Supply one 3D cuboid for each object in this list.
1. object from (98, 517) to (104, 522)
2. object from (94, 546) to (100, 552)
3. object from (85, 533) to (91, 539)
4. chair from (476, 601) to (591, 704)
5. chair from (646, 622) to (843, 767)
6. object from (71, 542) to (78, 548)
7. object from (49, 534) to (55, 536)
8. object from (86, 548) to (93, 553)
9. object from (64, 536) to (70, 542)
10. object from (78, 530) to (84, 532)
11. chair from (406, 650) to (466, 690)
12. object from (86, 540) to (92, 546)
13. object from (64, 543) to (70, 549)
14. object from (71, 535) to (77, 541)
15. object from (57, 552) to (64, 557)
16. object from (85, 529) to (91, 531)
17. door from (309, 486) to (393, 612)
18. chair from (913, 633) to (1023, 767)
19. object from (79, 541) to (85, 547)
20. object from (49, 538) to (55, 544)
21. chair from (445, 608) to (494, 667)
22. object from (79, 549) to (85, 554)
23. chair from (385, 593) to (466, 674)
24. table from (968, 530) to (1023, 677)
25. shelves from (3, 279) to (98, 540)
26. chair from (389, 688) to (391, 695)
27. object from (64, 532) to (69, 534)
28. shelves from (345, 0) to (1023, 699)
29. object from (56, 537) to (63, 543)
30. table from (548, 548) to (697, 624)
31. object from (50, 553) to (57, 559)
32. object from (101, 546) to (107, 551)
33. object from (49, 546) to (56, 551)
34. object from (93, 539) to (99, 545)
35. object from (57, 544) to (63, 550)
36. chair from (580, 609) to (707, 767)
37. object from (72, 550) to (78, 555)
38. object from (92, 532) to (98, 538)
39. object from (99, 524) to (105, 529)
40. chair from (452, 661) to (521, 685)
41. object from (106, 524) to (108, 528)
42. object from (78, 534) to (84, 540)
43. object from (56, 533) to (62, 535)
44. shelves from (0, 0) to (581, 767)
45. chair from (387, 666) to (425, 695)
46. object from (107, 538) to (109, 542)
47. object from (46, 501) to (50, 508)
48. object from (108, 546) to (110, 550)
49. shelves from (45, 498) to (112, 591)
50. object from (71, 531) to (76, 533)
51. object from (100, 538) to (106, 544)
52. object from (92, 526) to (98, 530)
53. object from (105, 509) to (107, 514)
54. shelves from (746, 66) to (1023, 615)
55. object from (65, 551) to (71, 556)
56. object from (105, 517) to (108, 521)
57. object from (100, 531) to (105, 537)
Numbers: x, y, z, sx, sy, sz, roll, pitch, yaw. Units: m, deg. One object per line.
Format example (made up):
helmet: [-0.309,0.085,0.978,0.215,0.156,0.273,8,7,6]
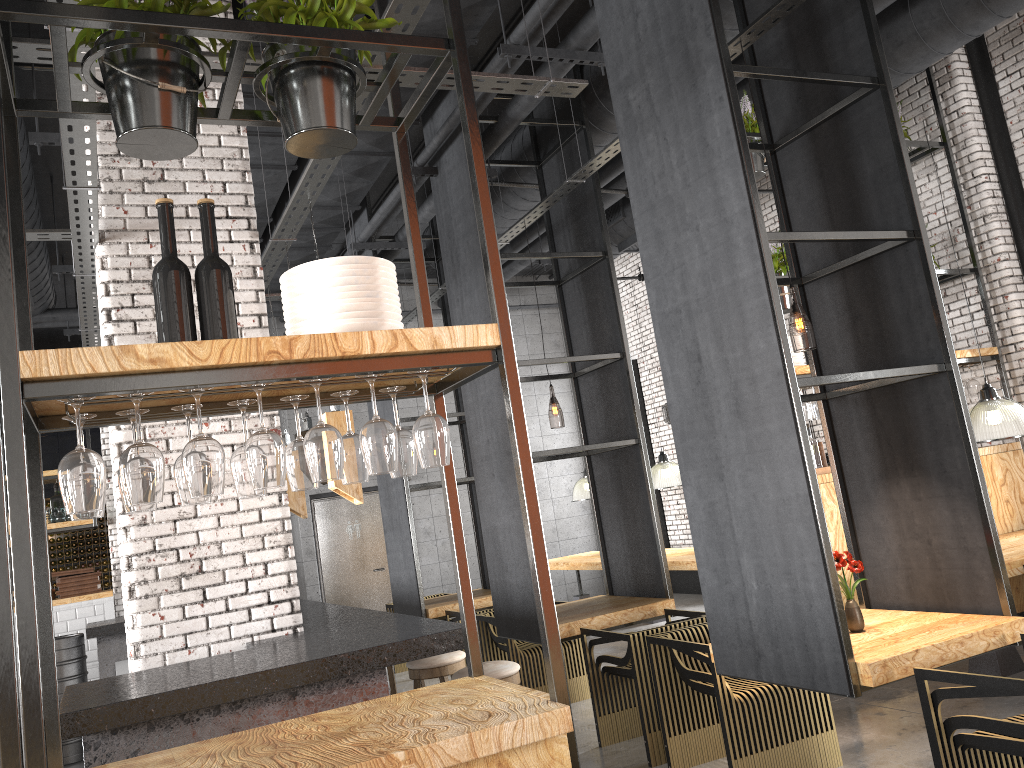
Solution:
object: [-6.040,1.991,13.039,0.079,0.079,0.282,-5,-9,-25]
object: [-6.059,2.410,12.930,0.079,0.079,0.282,-5,-9,-25]
object: [-6.192,2.219,12.957,0.079,0.079,0.282,-5,-9,-25]
chair: [0.158,2.159,7.053,0.657,0.732,0.636,-5,-9,-26]
chair: [1.215,1.673,4.720,0.657,0.732,0.636,-5,-9,-23]
object: [-6.339,2.334,12.846,0.079,0.079,0.282,-5,-9,-25]
object: [-6.626,2.152,12.756,0.079,0.079,0.282,-5,-9,-25]
object: [-6.159,2.425,12.924,0.079,0.079,0.282,-5,-9,-25]
object: [-6.440,2.239,12.821,0.079,0.079,0.282,-5,-9,-25]
object: [-6.279,2.117,12.901,0.079,0.079,0.282,-5,-9,-25]
chair: [-0.354,1.895,4.882,0.481,0.808,0.437,-3,-11,-36]
object: [-6.169,2.319,12.927,0.079,0.079,0.282,-5,-9,-25]
object: [-6.416,2.339,12.788,0.079,0.079,0.282,-5,-9,-25]
object: [-6.363,2.235,12.879,0.079,0.079,0.282,-5,-9,-25]
object: [-6.501,2.457,12.766,0.079,0.079,0.282,-5,-9,-25]
object: [-6.201,2.113,12.959,0.079,0.079,0.282,-5,-9,-25]
door: [-2.095,2.474,11.904,1.120,2.109,0.158,-5,-10,-25]
chair: [1.979,1.334,3.124,0.657,0.732,0.636,-5,-9,-27]
object: [-6.245,2.322,12.865,0.079,0.079,0.282,-5,-9,-25]
object: [-6.607,2.253,12.732,0.079,0.079,0.282,-5,-9,-25]
chair: [-0.127,2.296,7.724,0.657,0.732,0.636,-5,-9,-25]
object: [-6.230,2.426,12.853,0.079,0.079,0.282,-5,-9,-25]
chair: [-0.877,2.631,9.313,0.657,0.732,0.636,-5,-9,-26]
table: [3.683,1.461,6.117,2.117,0.765,0.996,-5,-9,-25]
shelves: [-7.673,0.419,9.462,5.680,3.076,0.595,-5,-10,-25]
chair: [-1.037,2.231,6.548,0.439,0.808,0.479,-2,-11,-36]
object: [-6.463,2.139,12.851,0.079,0.079,0.282,-5,-9,-25]
shelves: [0.186,-0.424,6.593,1.004,4.380,6.125,-5,-9,-25]
object: [-6.516,2.243,12.760,0.079,0.079,0.282,-5,-9,-25]
table: [1.568,2.354,10.203,1.001,0.765,4.120,-5,-9,-25]
object: [-6.578,2.461,12.708,0.079,0.079,0.282,-5,-9,-25]
object: [-5.990,2.409,13.005,0.079,0.079,0.282,-5,-9,-25]
object: [-6.601,2.361,12.738,0.079,0.079,0.282,-5,-9,-25]
object: [-6.076,2.308,12.950,0.079,0.079,0.282,-5,-9,-25]
object: [-6.509,2.350,12.765,0.079,0.079,0.282,-5,-9,-25]
chair: [0.900,1.817,5.408,0.657,0.732,0.636,-5,-9,-23]
object: [-6.314,2.433,12.809,0.079,0.079,0.282,-5,-9,-25]
object: [-6.100,2.208,12.983,0.079,0.079,0.282,-5,-9,-25]
object: [-6.038,2.100,13.054,0.079,0.079,0.282,-5,-9,-25]
chair: [-0.101,1.782,4.344,0.437,0.808,0.480,-16,-11,38]
object: [-5.943,2.088,13.072,0.079,0.079,0.282,-5,-9,-25]
object: [-6.277,2.227,12.916,0.079,0.079,0.282,-5,-9,-25]
object: [-6.534,2.140,12.780,0.079,0.079,0.282,-5,-9,-25]
shelves: [-1.835,-0.428,1.950,3.662,5.034,0.687,-5,-10,-25]
chair: [-0.686,2.058,5.692,0.438,0.808,0.480,-13,-9,23]
object: [-5.922,2.299,13.066,0.079,0.079,0.282,-5,-9,-25]
object: [-6.683,1.736,12.804,0.079,0.079,0.282,-5,-9,-25]
object: [-5.898,2.399,13.032,0.079,0.079,0.282,-5,-9,-25]
shelves: [-6.226,2.690,12.889,0.890,2.155,0.250,-5,-10,-25]
object: [-6.371,2.129,12.878,0.079,0.079,0.282,-5,-9,-25]
object: [-5.999,2.303,13.008,0.079,0.079,0.282,-5,-9,-25]
object: [-6.124,2.109,13.017,0.079,0.079,0.282,-5,-9,-25]
object: [-5.985,1.887,13.126,0.079,0.079,0.282,-5,-9,-25]
shelves: [2.778,-0.438,7.133,2.334,5.034,0.687,-5,-10,-25]
object: [-6.414,2.448,12.802,0.079,0.079,0.282,-5,-9,-25]
object: [-5.962,1.987,13.097,0.079,0.079,0.282,-5,-9,-25]
object: [-6.022,2.203,13.038,0.079,0.079,0.282,-5,-9,-25]
